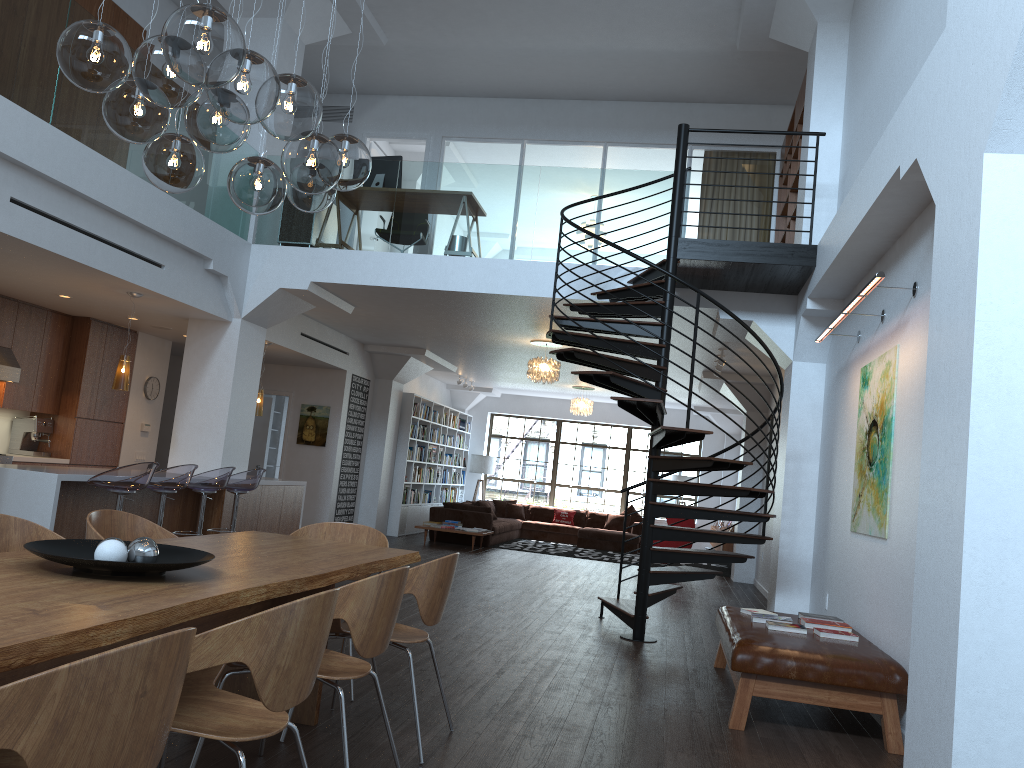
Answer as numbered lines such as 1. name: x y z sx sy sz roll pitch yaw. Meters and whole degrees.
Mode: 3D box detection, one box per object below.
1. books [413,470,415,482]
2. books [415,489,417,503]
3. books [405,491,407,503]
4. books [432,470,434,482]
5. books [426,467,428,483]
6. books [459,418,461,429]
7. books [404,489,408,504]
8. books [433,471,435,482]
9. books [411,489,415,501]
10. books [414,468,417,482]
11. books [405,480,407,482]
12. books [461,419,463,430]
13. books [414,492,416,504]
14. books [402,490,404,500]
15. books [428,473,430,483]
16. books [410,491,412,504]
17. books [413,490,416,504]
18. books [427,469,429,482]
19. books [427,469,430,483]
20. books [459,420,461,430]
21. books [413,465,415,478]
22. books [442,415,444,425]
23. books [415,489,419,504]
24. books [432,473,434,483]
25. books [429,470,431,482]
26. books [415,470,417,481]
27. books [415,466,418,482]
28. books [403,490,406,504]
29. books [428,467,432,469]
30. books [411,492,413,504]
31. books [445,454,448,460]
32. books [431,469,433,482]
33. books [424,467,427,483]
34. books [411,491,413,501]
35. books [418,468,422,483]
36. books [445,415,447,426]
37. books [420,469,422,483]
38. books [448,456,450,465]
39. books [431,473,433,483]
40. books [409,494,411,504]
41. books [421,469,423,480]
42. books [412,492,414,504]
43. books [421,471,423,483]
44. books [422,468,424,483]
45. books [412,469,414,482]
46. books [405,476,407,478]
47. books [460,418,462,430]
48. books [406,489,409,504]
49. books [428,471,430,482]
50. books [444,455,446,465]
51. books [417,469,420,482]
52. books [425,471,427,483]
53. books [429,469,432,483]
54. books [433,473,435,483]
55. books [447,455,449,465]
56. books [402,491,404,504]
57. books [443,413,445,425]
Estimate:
1. books: -1.785 1.610 15.531 0.144 0.207 0.048 5 -6 11
2. books: -1.790 1.989 15.759 0.180 0.259 0.042 5 -6 11
3. books: -1.887 1.933 15.138 0.161 0.223 0.032 5 -6 11
4. books: -1.579 1.735 16.742 0.183 0.253 0.034 5 -6 10
5. books: -1.644 1.666 16.334 0.176 0.290 0.053 5 -6 10
6. books: -1.175 0.826 18.508 0.183 0.253 0.042 5 -6 11
7. books: -1.894 1.921 15.178 0.183 0.253 0.042 5 -6 11
8. books: -1.557 1.759 16.812 0.161 0.223 0.026 5 -6 10
9. books: -1.816 1.973 15.610 0.183 0.253 0.042 5 -6 11
10. books: -1.779 1.600 15.624 0.171 0.246 0.057 5 -6 11
11. books: -1.904 1.642 15.118 0.197 0.035 0.284 6 -6 1
12. books: -1.138 0.847 18.678 0.183 0.253 0.042 5 -6 11
13. books: -1.795 1.989 15.720 0.160 0.251 0.039 5 -6 11
14. books: -1.926 1.900 14.996 0.160 0.251 0.031 5 -6 11
15. books: -1.615 1.720 16.490 0.161 0.223 0.027 5 -6 10
16. books: -1.836 1.971 15.454 0.161 0.223 0.032 5 -6 11
17. books: -1.800 1.987 15.681 0.171 0.246 0.039 5 -6 11
18. books: -1.637 1.690 16.374 0.183 0.253 0.034 5 -6 10
19. books: -1.628 1.694 16.406 0.183 0.253 0.034 5 -6 10
20. books: -1.161 0.832 18.550 0.183 0.253 0.042 5 -6 11
21. books: -1.782 1.560 15.490 0.140 0.298 0.044 5 -6 11
22. books: -1.412 0.657 17.109 0.183 0.253 0.042 5 -6 11
23. books: -1.770 2.003 15.842 0.183 0.253 0.042 5 -6 11
24. books: -1.573 1.746 16.780 0.174 0.240 0.045 5 -6 10
25. books: -1.616 1.715 16.526 0.174 0.240 0.045 5 -6 10
26. books: -1.773 1.617 15.664 0.161 0.223 0.027 5 -6 11
27. books: -1.765 1.588 15.707 0.176 0.290 0.053 5 -6 11
28. books: -1.904 1.915 15.066 0.174 0.240 0.054 5 -6 11
29. books: -1.599 1.699 16.601 0.176 0.290 0.036 5 -6 10
30. books: -1.824 1.981 15.540 0.161 0.223 0.033 5 -6 11
31. books: -1.358 1.507 17.718 0.140 0.206 0.042 5 -6 11
32. books: -1.590 1.720 16.646 0.180 0.259 0.060 5 -6 10
33. books: -1.672 1.655 16.227 0.198 0.284 0.066 5 -6 10
34. books: -1.838 1.971 15.499 0.176 0.231 0.053 5 -6 11
35. books: -1.726 1.632 15.909 0.183 0.253 0.034 5 -6 11
36. books: -1.364 0.703 17.354 0.161 0.223 0.032 5 -6 11
37. books: -1.716 1.636 15.940 0.183 0.253 0.034 5 -6 11
38. books: -1.328 1.538 17.847 0.128 0.178 0.022 5 -6 11
39. books: -1.580 1.730 16.686 0.160 0.250 0.026 5 -6 10
40. books: -1.849 1.953 15.427 0.160 0.251 0.031 5 -6 11
41. books: -1.716 1.651 16.012 0.174 0.240 0.045 5 -6 11
42. books: -1.814 1.994 15.570 0.161 0.223 0.030 5 -6 10
43. books: -1.701 1.650 16.045 0.160 0.250 0.026 5 -6 11
44. books: -1.692 1.652 16.074 0.183 0.253 0.034 5 -6 11
45. books: -1.811 1.577 15.441 0.189 0.247 0.057 5 -6 11
46. books: -1.900 1.575 15.121 0.174 0.032 0.254 5 -6 6
47. books: -1.154 0.837 18.592 0.183 0.253 0.042 5 -6 11
48. books: -1.878 1.932 15.259 0.180 0.251 0.048 5 -6 11
49. books: -1.623 1.703 16.450 0.171 0.246 0.057 5 -6 10
50. books: -1.392 1.496 17.541 0.134 0.184 0.029 5 -6 11
51. books: -1.739 1.626 15.827 0.171 0.246 0.057 5 -6 11
52. books: -1.651 1.679 16.267 0.160 0.250 0.026 5 -6 10
53. books: -1.598 1.714 16.563 0.183 0.253 0.034 5 -6 10
54. books: -1.562 1.758 16.845 0.168 0.231 0.037 5 -6 10
55. books: -1.347 1.520 17.756 0.139 0.191 0.036 5 -6 11
56. books: -1.913 1.918 15.023 0.161 0.223 0.032 5 -6 11
57. books: -1.398 0.676 17.194 0.174 0.236 0.136 5 -6 10
